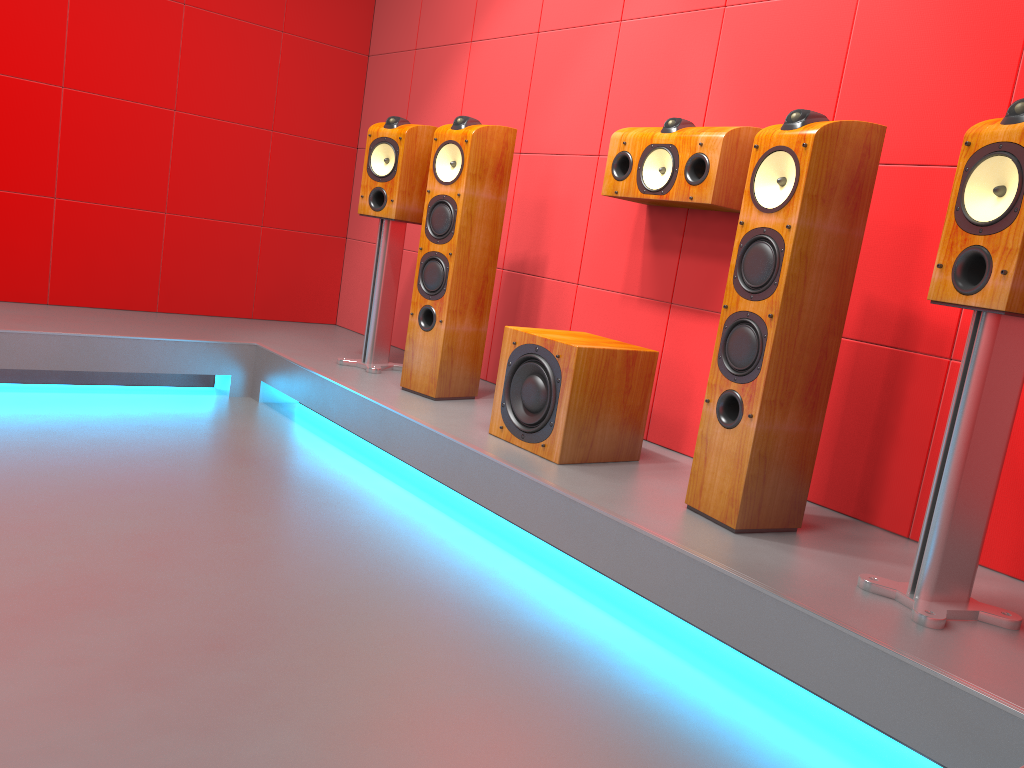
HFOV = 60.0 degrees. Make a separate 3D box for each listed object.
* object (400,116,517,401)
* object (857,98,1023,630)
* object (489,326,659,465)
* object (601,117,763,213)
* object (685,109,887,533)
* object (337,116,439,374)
[{"bbox_3d":[-0.211,-0.473,3.387,0.203,1.052,0.238,17,12,41],"label":"object"},{"bbox_3d":[0.998,-0.036,1.835,0.265,1.058,0.231,6,10,-19],"label":"object"},{"bbox_3d":[0.190,0.030,2.855,0.360,0.360,0.360,2,12,-38],"label":"object"},{"bbox_3d":[0.564,-0.730,2.931,0.235,0.271,0.493,2,12,-38],"label":"object"},{"bbox_3d":[0.686,-0.153,2.272,0.238,1.052,0.203,4,10,-28],"label":"object"},{"bbox_3d":[-0.520,-0.588,3.784,0.231,1.058,0.265,14,11,31],"label":"object"}]
